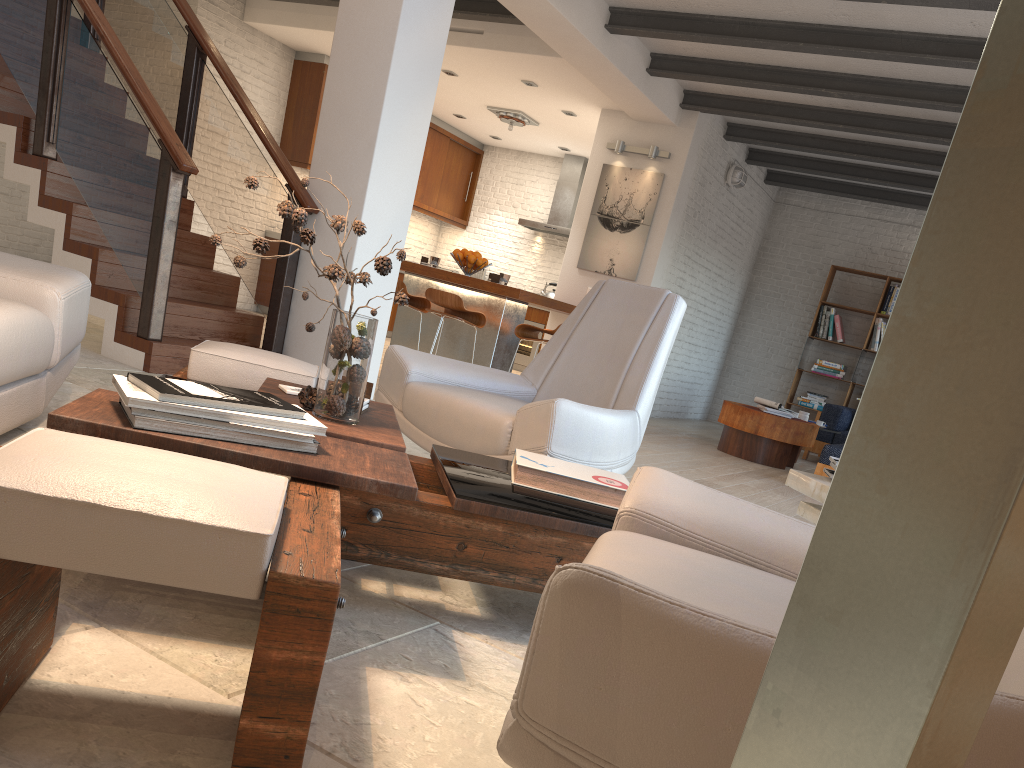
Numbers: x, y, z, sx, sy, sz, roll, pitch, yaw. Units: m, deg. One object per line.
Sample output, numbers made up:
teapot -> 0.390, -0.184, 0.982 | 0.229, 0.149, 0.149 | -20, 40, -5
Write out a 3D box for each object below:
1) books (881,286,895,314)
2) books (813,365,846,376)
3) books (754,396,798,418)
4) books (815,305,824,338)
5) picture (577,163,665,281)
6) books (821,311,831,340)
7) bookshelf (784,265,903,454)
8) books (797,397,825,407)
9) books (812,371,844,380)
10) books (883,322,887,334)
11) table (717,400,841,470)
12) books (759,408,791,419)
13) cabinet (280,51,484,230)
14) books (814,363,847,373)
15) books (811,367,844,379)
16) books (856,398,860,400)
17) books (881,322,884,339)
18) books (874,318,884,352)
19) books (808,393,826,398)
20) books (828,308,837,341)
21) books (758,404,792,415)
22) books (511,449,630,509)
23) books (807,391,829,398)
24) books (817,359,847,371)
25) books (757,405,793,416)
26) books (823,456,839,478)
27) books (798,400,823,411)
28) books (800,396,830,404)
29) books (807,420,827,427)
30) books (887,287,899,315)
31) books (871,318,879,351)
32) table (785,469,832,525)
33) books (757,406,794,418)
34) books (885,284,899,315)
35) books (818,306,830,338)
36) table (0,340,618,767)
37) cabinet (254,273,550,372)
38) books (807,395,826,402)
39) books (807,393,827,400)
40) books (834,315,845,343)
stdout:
books -> 4.464, -0.973, 10.328 | 0.054, 0.340, 0.252 | 21, 13, 28
books -> 3.899, -0.168, 10.702 | 0.373, 0.038, 0.241 | 16, 5, 20
books -> 2.439, 0.221, 8.060 | 0.276, 0.112, 0.308 | 11, 7, -30
books -> 3.794, -0.756, 10.703 | 0.089, 0.397, 0.241 | 21, 14, 28
picture -> 1.055, -1.585, 8.549 | 0.639, 1.050, 0.020 | 20, 15, 25
books -> 3.876, -0.707, 10.696 | 0.100, 0.345, 0.252 | 21, 13, 28
bookshelf -> 4.186, -0.173, 10.546 | 1.286, 2.276, 0.360 | 20, 15, 25
books -> 3.759, 0.231, 10.849 | 0.371, 0.038, 0.243 | 17, 6, 26
books -> 3.888, -0.104, 10.731 | 0.347, 0.021, 0.270 | 17, 5, 27
books -> 4.447, -0.538, 10.392 | 0.121, 0.360, 0.269 | 21, 13, 27
table -> 2.536, 0.498, 8.571 | 1.045, 0.461, 1.829 | 19, 7, 33
books -> 2.414, 0.268, 8.003 | 0.251, 0.011, 0.310 | 15, 5, 7
cabinet -> -1.493, -2.905, 10.950 | 0.450, 1.199, 3.323 | 21, 8, 28
books -> 3.914, -0.195, 10.713 | 0.348, 0.021, 0.270 | 17, 5, 25
books -> 3.884, -0.134, 10.722 | 0.372, 0.038, 0.242 | 17, 5, 22
books -> 4.391, 0.239, 10.496 | 0.434, 0.021, 0.270 | 17, 5, 26
books -> 4.424, -0.544, 10.393 | 0.121, 0.360, 0.269 | 21, 13, 27
books -> 4.379, -0.574, 10.402 | 0.101, 0.396, 0.241 | 21, 14, 27
books -> 3.801, 0.144, 10.830 | 0.237, 0.008, 0.155 | 17, 5, 26
books -> 3.913, -0.717, 10.639 | 0.118, 0.394, 0.241 | 21, 14, 27
books -> 2.408, 0.233, 7.990 | 0.252, 0.011, 0.309 | 15, 5, 2
books -> 0.163, 0.263, 2.411 | 0.327, 0.058, 0.246 | 14, 5, -3
books -> 3.799, 0.132, 10.815 | 0.246, 0.018, 0.161 | 17, 6, 26
books -> 3.929, -0.231, 10.698 | 0.318, 0.057, 0.254 | 17, 6, 29
books -> 2.410, 0.244, 8.000 | 0.253, 0.011, 0.308 | 14, 5, -3
books -> 1.188, 0.327, 2.674 | 0.385, 0.082, 0.557 | 16, 5, 12
books -> 3.761, 0.281, 10.845 | 0.316, 0.057, 0.255 | 18, 7, 37
books -> 3.774, 0.207, 10.826 | 0.373, 0.019, 0.241 | 16, 5, 19
books -> 3.104, 0.396, 8.980 | 0.234, 0.023, 0.156 | 13, 5, -15
books -> 4.520, -0.954, 10.280 | 0.054, 0.340, 0.252 | 21, 13, 28
books -> 4.358, -0.583, 10.439 | 0.099, 0.396, 0.241 | 21, 14, 27
table -> 1.145, 0.615, 2.798 | 0.499, 0.521, 0.474 | 12, 10, -13
books -> 2.421, 0.257, 8.015 | 0.253, 0.011, 0.308 | 14, 5, -3
books -> 4.499, -0.977, 10.308 | 0.020, 0.371, 0.269 | 22, 13, 28
books -> 3.829, -0.746, 10.695 | 0.089, 0.397, 0.241 | 21, 14, 28
table -> -0.244, 0.333, 2.329 | 1.987, 0.443, 2.122 | 13, 5, -12
cabinet -> -0.458, -1.753, 10.957 | 4.813, 2.930, 2.176 | 13, 11, -9
books -> 3.790, 0.183, 10.841 | 0.201, 0.035, 0.131 | 17, 6, 26
books -> 3.795, 0.156, 10.843 | 0.232, 0.019, 0.169 | 16, 5, 19
books -> 3.995, -0.662, 10.629 | 0.190, 0.329, 0.252 | 20, 12, 27
